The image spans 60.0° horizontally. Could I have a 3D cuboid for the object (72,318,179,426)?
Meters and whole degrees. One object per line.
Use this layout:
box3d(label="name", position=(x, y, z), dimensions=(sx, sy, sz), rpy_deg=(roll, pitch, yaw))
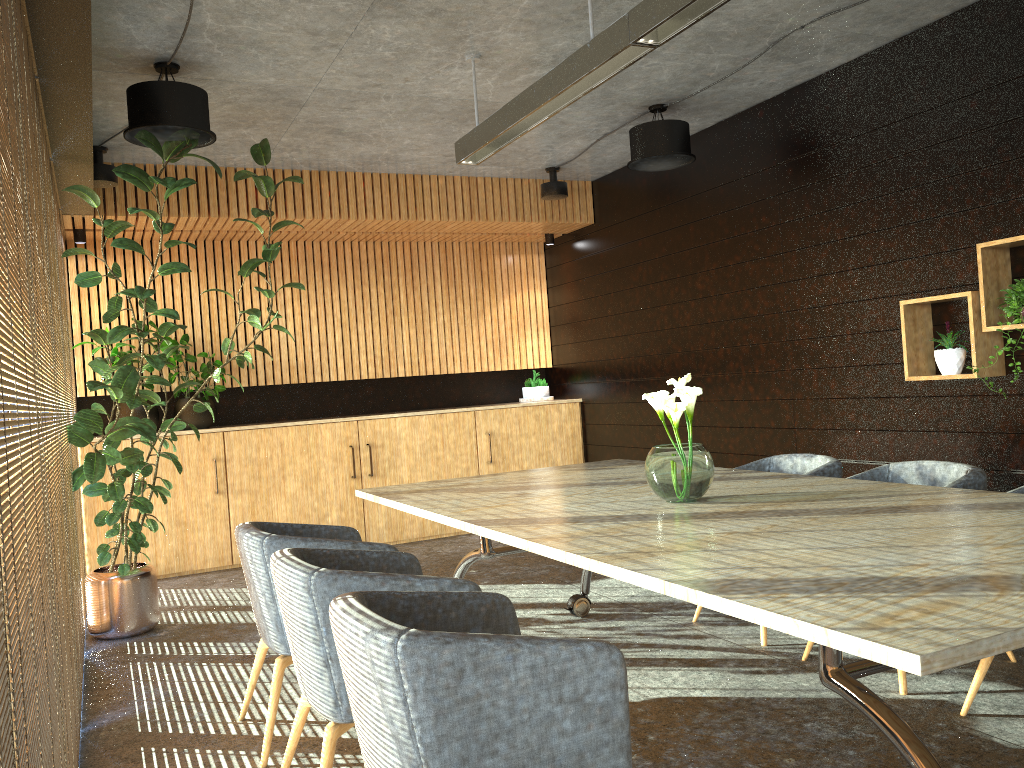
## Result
box3d(label="object", position=(-3.442, -0.074, 7.944), dimensions=(0.666, 1.054, 0.640), rpy_deg=(-4, 0, 16))

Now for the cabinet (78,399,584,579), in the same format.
box3d(label="cabinet", position=(-1.614, 0.963, 8.862), dimensions=(4.954, 1.272, 1.006), rpy_deg=(-4, 0, -25))

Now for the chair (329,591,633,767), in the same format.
box3d(label="chair", position=(-0.077, 1.016, 2.404), dimensions=(0.761, 0.944, 0.706), rpy_deg=(-4, 0, -25))

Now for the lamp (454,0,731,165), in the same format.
box3d(label="lamp", position=(0.544, -1.755, 3.795), dimensions=(0.151, 0.618, 4.009), rpy_deg=(-4, 0, -25))

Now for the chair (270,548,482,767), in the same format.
box3d(label="chair", position=(-0.459, 1.043, 3.218), dimensions=(0.761, 0.944, 0.706), rpy_deg=(-4, 0, -25))

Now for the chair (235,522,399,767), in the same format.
box3d(label="chair", position=(-0.840, 1.070, 4.032), dimensions=(0.761, 0.944, 0.706), rpy_deg=(-4, 0, -25))

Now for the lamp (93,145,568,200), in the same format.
box3d(label="lamp", position=(-1.376, -1.792, 7.584), dimensions=(4.179, 0.294, 0.257), rpy_deg=(-4, 0, -25))

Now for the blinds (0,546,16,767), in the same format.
box3d(label="blinds", position=(-0.574, -0.036, 0.826), dimensions=(0.039, 3.038, 1.422), rpy_deg=(-4, 0, -25))

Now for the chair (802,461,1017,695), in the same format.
box3d(label="chair", position=(1.890, 0.877, 4.324), dimensions=(0.761, 0.944, 0.706), rpy_deg=(-4, 0, -25))

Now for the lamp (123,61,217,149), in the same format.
box3d(label="lamp", position=(-2.025, -1.660, 5.225), dimensions=(0.513, 0.497, 0.513), rpy_deg=(-4, 0, 36))

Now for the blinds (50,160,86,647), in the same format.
box3d(label="blinds", position=(-3.068, 0.141, 6.146), dimensions=(0.039, 3.038, 1.422), rpy_deg=(-4, 0, -25))

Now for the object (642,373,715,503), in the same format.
box3d(label="object", position=(0.704, 0.231, 3.813), dimensions=(0.295, 0.546, 0.322), rpy_deg=(-4, 0, -15))

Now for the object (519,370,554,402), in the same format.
box3d(label="object", position=(0.261, 0.020, 9.851), dimensions=(0.384, 0.347, 0.384), rpy_deg=(-4, 0, -3))

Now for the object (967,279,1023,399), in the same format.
box3d(label="object", position=(2.695, -0.245, 4.728), dimensions=(0.401, 0.633, 0.445), rpy_deg=(-4, 0, -44))

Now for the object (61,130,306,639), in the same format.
box3d(label="object", position=(-2.446, 0.019, 5.849), dimensions=(1.958, 3.266, 1.875), rpy_deg=(-4, 0, 13))

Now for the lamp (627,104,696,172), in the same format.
box3d(label="lamp", position=(1.114, -1.881, 6.704), dimensions=(0.513, 0.497, 0.513), rpy_deg=(-4, 0, 4))

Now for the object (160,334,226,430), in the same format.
box3d(label="object", position=(-2.966, -0.020, 8.149), dimensions=(0.679, 0.880, 0.512), rpy_deg=(-4, 0, -22))

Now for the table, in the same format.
box3d(label="table", position=(0.768, 0.964, 3.795), dimensions=(1.816, 0.927, 3.932), rpy_deg=(-4, 0, -25))

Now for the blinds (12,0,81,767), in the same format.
box3d(label="blinds", position=(-1.811, 0.052, 3.465), dimensions=(0.039, 3.038, 1.422), rpy_deg=(-4, 0, -25))

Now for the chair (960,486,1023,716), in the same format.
box3d(label="chair", position=(2.271, 0.850, 3.510), dimensions=(0.761, 0.944, 0.706), rpy_deg=(-4, 0, -25))

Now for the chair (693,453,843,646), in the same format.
box3d(label="chair", position=(1.508, 0.905, 5.138), dimensions=(0.761, 0.944, 0.706), rpy_deg=(-4, 0, -25))

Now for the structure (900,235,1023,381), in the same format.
box3d(label="structure", position=(2.952, -0.435, 4.501), dimensions=(0.242, 1.130, 2.172), rpy_deg=(-4, 0, -25))

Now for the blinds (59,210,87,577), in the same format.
box3d(label="blinds", position=(-3.690, 0.185, 7.475), dimensions=(0.039, 3.038, 1.422), rpy_deg=(-4, 0, -25))

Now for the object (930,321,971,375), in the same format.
box3d(label="object", position=(2.583, -0.214, 5.226), dimensions=(0.226, 0.318, 0.241), rpy_deg=(-4, 0, 40))

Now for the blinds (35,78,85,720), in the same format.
box3d(label="blinds", position=(-2.434, 0.096, 4.794), dimensions=(0.039, 3.038, 1.422), rpy_deg=(-4, 0, -25))
